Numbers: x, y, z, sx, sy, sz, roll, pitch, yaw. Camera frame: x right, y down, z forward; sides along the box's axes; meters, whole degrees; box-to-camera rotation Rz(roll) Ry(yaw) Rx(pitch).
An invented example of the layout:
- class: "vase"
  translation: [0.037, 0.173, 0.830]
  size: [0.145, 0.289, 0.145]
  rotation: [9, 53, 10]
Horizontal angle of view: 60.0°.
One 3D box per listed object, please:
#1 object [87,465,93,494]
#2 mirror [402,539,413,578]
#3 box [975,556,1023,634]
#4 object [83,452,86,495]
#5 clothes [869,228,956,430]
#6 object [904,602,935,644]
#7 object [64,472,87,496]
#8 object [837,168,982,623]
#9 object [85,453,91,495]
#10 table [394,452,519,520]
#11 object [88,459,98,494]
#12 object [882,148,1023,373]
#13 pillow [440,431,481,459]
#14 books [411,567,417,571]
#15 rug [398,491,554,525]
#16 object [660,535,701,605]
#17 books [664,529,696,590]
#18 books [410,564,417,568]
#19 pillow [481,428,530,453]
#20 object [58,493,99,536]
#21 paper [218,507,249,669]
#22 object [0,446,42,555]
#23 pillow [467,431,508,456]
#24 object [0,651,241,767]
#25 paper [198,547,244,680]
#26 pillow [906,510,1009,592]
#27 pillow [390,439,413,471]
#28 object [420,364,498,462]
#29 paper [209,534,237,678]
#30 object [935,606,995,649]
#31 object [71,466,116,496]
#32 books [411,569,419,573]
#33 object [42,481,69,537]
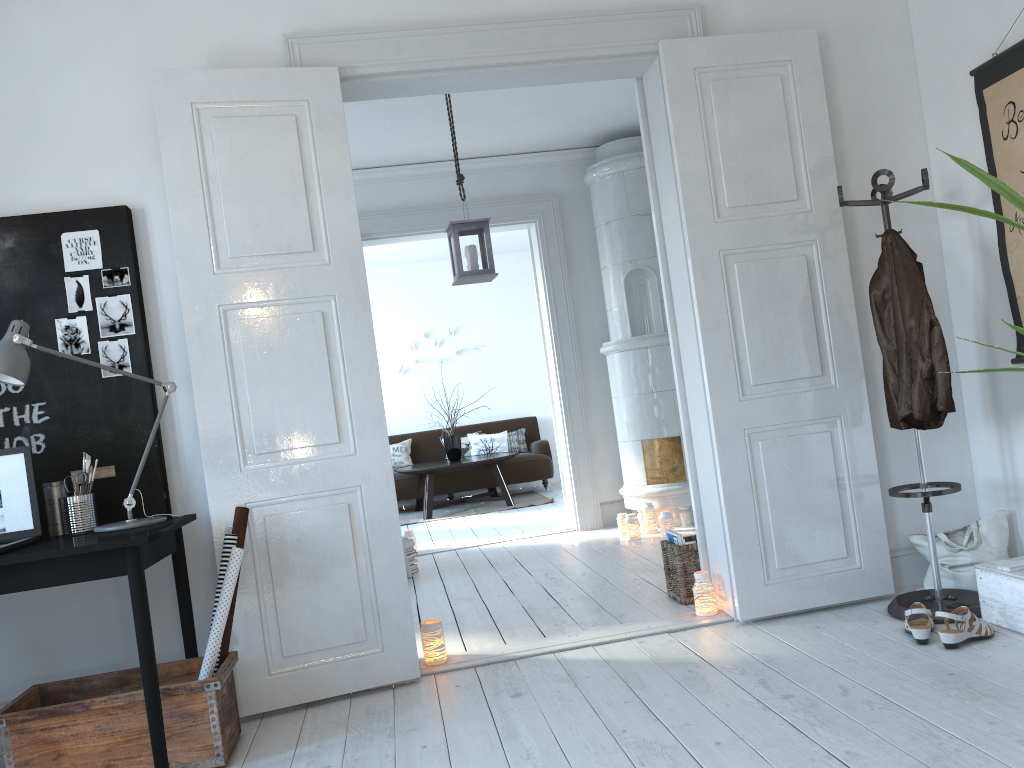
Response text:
- class: "object"
  translation: [-1.445, 0.390, 3.013]
  size: [0.009, 0.222, 0.082]
  rotation: [-8, -1, 21]
- class: "mirror"
  translation: [-1.064, 0.522, 5.550]
  size: [0.610, 1.488, 0.417]
  rotation: [-7, -1, -44]
- class: "box"
  translation: [1.874, 0.700, 2.874]
  size: [0.376, 0.218, 0.642]
  rotation: [-8, -1, -8]
- class: "object"
  translation: [-1.457, 0.366, 3.021]
  size: [0.008, 0.267, 0.060]
  rotation: [-8, 0, 8]
- class: "clothes"
  translation: [1.476, -0.204, 3.298]
  size: [0.237, 0.770, 0.211]
  rotation: [-8, 0, 25]
- class: "object"
  translation: [1.420, 0.816, 3.107]
  size: [0.099, 0.126, 0.272]
  rotation: [-8, -1, 24]
- class: "object"
  translation: [-1.484, 0.404, 3.012]
  size: [0.081, 0.198, 0.050]
  rotation: [-8, 0, 17]
- class: "object"
  translation: [1.516, 0.035, 3.368]
  size: [0.374, 1.658, 0.374]
  rotation: [-8, 0, -1]
- class: "object"
  translation: [-1.452, 0.369, 3.022]
  size: [0.012, 0.264, 0.062]
  rotation: [-8, 0, 34]
- class: "table"
  translation: [-0.539, 1.042, 9.163]
  size: [1.299, 0.503, 1.301]
  rotation: [-7, -1, -18]
- class: "object"
  translation: [-1.434, 0.379, 3.009]
  size: [0.084, 0.240, 0.009]
  rotation: [-7, 0, -31]
- class: "object"
  translation: [1.659, 0.045, 2.422]
  size: [1.044, 1.554, 0.288]
  rotation: [-8, 0, 21]
- class: "pillow"
  translation: [-0.560, 0.735, 10.035]
  size: [0.472, 0.347, 0.158]
  rotation: [-8, -1, -10]
- class: "books"
  translation: [-0.724, 1.209, 5.768]
  size: [0.177, 0.016, 0.128]
  rotation: [-9, -2, 33]
- class: "rug"
  translation: [-0.511, 1.265, 9.188]
  size: [1.709, 0.055, 1.457]
  rotation: [-8, -1, -8]
- class: "object"
  translation: [0.863, 0.846, 4.094]
  size: [0.270, 0.265, 0.224]
  rotation: [-8, -1, -8]
- class: "books"
  translation: [0.846, 0.815, 4.093]
  size: [0.201, 0.300, 0.180]
  rotation: [-8, -1, -8]
- class: "books"
  translation: [-0.726, 1.193, 5.766]
  size: [0.181, 0.016, 0.128]
  rotation: [-9, -2, 37]
- class: "pillow"
  translation: [-0.080, 0.675, 10.141]
  size: [0.542, 0.288, 0.183]
  rotation: [-8, -1, -7]
- class: "object"
  translation: [-1.466, 0.442, 3.003]
  size: [0.108, 0.128, 0.108]
  rotation: [-8, -1, 7]
- class: "paper"
  translation: [-0.979, 0.809, 3.033]
  size: [0.048, 0.747, 0.297]
  rotation: [-8, -1, 37]
- class: "object"
  translation: [-1.738, 0.377, 2.689]
  size: [0.445, 0.315, 0.326]
  rotation: [-8, -1, -8]
- class: "pillow"
  translation: [-0.263, 0.684, 10.002]
  size: [0.470, 0.309, 0.188]
  rotation: [-8, -1, -8]
- class: "object"
  translation: [-1.226, 1.091, 2.830]
  size: [0.664, 0.282, 0.339]
  rotation: [-8, -1, -8]
- class: "paper"
  translation: [-0.979, 0.866, 2.901]
  size: [0.283, 0.626, 0.041]
  rotation: [-7, 0, -30]
- class: "pillow"
  translation: [1.814, 0.677, 3.571]
  size: [0.317, 0.314, 0.273]
  rotation: [-8, -1, -7]
- class: "pillow"
  translation: [-1.358, 0.830, 9.960]
  size: [0.519, 0.367, 0.239]
  rotation: [-8, -1, -9]
- class: "object"
  translation: [-0.529, 0.251, 9.121]
  size: [0.844, 1.066, 0.526]
  rotation: [-7, -1, -37]
- class: "paper"
  translation: [-0.990, 0.851, 2.960]
  size: [0.043, 0.669, 0.266]
  rotation: [-8, -1, 37]
- class: "object"
  translation: [1.529, 0.798, 2.981]
  size: [0.272, 0.126, 0.099]
  rotation: [-7, -1, -36]
- class: "object"
  translation: [-1.434, 0.395, 3.063]
  size: [0.138, 0.209, 0.034]
  rotation: [-7, -1, -28]
- class: "books"
  translation: [-0.718, 1.226, 5.770]
  size: [0.179, 0.016, 0.128]
  rotation: [-9, -2, 30]
- class: "object"
  translation: [-1.567, 0.432, 3.061]
  size: [0.078, 0.188, 0.079]
  rotation: [-7, -1, -29]
